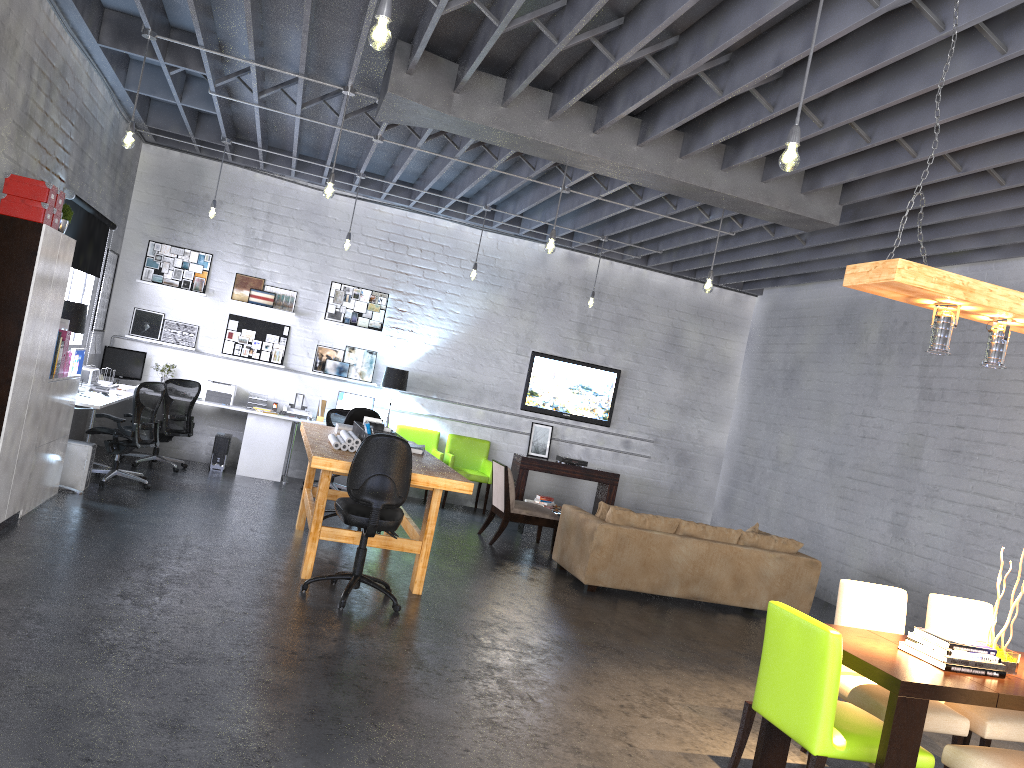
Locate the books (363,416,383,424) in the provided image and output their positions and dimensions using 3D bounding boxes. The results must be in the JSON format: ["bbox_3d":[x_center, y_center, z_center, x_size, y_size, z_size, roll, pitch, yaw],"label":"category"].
[{"bbox_3d":[-1.235,0.403,7.804,0.171,0.210,0.046,11,0,-15],"label":"books"}]

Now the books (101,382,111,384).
[{"bbox_3d":[-4.509,-0.036,9.617,0.297,0.006,0.210,12,-1,-16],"label":"books"}]

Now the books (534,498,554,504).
[{"bbox_3d":[0.402,1.453,11.050,0.208,0.024,0.144,12,-1,-30],"label":"books"}]

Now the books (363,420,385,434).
[{"bbox_3d":[-1.138,0.415,7.241,0.158,0.214,0.063,11,0,-15],"label":"books"}]

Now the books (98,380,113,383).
[{"bbox_3d":[-4.510,-0.041,9.622,0.297,0.006,0.210,12,-1,-15],"label":"books"}]

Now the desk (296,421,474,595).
[{"bbox_3d":[-1.240,0.979,7.364,1.116,0.926,2.829,12,-1,-15],"label":"desk"}]

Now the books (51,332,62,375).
[{"bbox_3d":[-3.643,-0.257,6.896,0.197,0.339,0.065,11,0,-15],"label":"books"}]

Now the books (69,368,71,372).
[{"bbox_3d":[-4.099,-0.050,7.991,0.179,0.247,0.026,11,0,-15],"label":"books"}]

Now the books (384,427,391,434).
[{"bbox_3d":[-1.084,0.441,7.289,0.143,0.188,0.061,11,0,-15],"label":"books"}]

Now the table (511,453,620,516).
[{"bbox_3d":[0.665,1.476,11.990,1.411,0.820,0.403,12,0,-15],"label":"table"}]

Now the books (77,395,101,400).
[{"bbox_3d":[-3.829,0.116,7.962,0.209,0.012,0.158,11,-1,8],"label":"books"}]

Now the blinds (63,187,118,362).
[{"bbox_3d":[-4.217,-0.915,8.613,0.100,1.632,2.117,11,0,-15],"label":"blinds"}]

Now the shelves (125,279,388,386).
[{"bbox_3d":[-3.106,-0.608,10.979,3.026,0.694,0.199,12,0,-15],"label":"shelves"}]

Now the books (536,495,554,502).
[{"bbox_3d":[0.409,1.422,11.042,0.185,0.041,0.128,12,-1,-21],"label":"books"}]

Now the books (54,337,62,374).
[{"bbox_3d":[-3.652,-0.238,6.970,0.159,0.298,0.026,11,0,-15],"label":"books"}]

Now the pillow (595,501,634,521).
[{"bbox_3d":[0.968,1.330,8.389,0.523,0.403,0.319,11,0,5],"label":"pillow"}]

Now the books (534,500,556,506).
[{"bbox_3d":[0.408,1.480,11.049,0.223,0.026,0.161,11,-1,44],"label":"books"}]

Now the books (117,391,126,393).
[{"bbox_3d":[-4.128,0.083,9.360,0.112,0.001,0.066,12,-1,-28],"label":"books"}]

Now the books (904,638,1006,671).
[{"bbox_3d":[1.994,1.219,4.003,0.315,0.026,0.269,12,-1,-15],"label":"books"}]

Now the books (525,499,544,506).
[{"bbox_3d":[0.272,1.433,10.720,0.223,0.027,0.161,12,-1,-6],"label":"books"}]

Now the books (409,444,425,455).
[{"bbox_3d":[-0.879,0.550,7.699,0.244,0.067,0.298,11,-1,-5],"label":"books"}]

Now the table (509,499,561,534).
[{"bbox_3d":[0.464,1.688,10.919,0.873,0.300,0.872,12,-1,-12],"label":"table"}]

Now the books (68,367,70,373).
[{"bbox_3d":[-4.091,-0.046,7.965,0.173,0.243,0.026,11,0,-15],"label":"books"}]

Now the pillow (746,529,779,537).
[{"bbox_3d":[2.505,1.669,8.962,0.238,0.375,0.748,11,0,-16],"label":"pillow"}]

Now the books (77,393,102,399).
[{"bbox_3d":[-3.824,0.106,7.967,0.212,0.010,0.171,11,-1,11],"label":"books"}]

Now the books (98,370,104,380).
[{"bbox_3d":[-4.616,-0.100,9.919,0.017,0.121,0.184,11,0,0],"label":"books"}]

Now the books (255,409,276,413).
[{"bbox_3d":[-2.963,0.321,10.655,0.211,0.014,0.147,12,-1,-40],"label":"books"}]

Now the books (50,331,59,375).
[{"bbox_3d":[-3.623,-0.257,6.838,0.176,0.346,0.052,11,0,-15],"label":"books"}]

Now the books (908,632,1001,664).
[{"bbox_3d":[1.997,1.193,4.014,0.283,0.026,0.266,12,-1,-13],"label":"books"}]

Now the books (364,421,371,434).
[{"bbox_3d":[-1.088,0.409,6.740,0.108,0.234,0.166,11,0,-15],"label":"books"}]

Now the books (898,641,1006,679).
[{"bbox_3d":[1.985,1.249,4.014,0.325,0.035,0.305,12,-1,-15],"label":"books"}]

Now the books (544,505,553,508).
[{"bbox_3d":[0.375,1.502,11.047,0.224,0.032,0.161,12,-1,-35],"label":"books"}]

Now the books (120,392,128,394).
[{"bbox_3d":[-4.122,0.090,9.381,0.112,0.002,0.065,12,-1,-38],"label":"books"}]

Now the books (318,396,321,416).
[{"bbox_3d":[-2.411,0.307,11.106,0.036,0.296,0.210,11,0,-15],"label":"books"}]

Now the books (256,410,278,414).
[{"bbox_3d":[-2.953,0.338,10.671,0.147,0.014,0.211,11,-1,39],"label":"books"}]

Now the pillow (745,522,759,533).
[{"bbox_3d":[2.317,1.586,8.870,0.243,0.423,0.550,11,0,25],"label":"pillow"}]

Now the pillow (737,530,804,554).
[{"bbox_3d":[2.411,1.626,8.560,0.663,0.386,0.308,12,0,-13],"label":"pillow"}]

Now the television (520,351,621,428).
[{"bbox_3d":[0.812,0.079,12.118,1.325,0.816,0.021,12,0,-15],"label":"television"}]

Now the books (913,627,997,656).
[{"bbox_3d":[2.002,1.166,4.014,0.251,0.030,0.236,12,-1,-13],"label":"books"}]

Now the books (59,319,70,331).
[{"bbox_3d":[-3.706,-0.408,7.181,0.192,0.267,0.060,11,0,-15],"label":"books"}]

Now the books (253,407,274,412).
[{"bbox_3d":[-2.984,0.302,10.645,0.211,0.014,0.148,11,-1,0],"label":"books"}]

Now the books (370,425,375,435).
[{"bbox_3d":[-1.055,0.428,6.734,0.097,0.209,0.157,11,0,-15],"label":"books"}]

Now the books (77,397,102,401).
[{"bbox_3d":[-3.828,0.128,7.960,0.213,0.012,0.158,11,-1,10],"label":"books"}]

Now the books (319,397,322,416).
[{"bbox_3d":[-2.404,0.308,11.112,0.043,0.296,0.210,11,0,-15],"label":"books"}]

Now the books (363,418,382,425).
[{"bbox_3d":[-1.231,0.410,7.774,0.158,0.200,0.082,11,0,-15],"label":"books"}]

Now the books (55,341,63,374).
[{"bbox_3d":[-3.700,-0.228,7.012,0.219,0.267,0.060,11,0,-10],"label":"books"}]

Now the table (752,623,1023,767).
[{"bbox_3d":[2.200,1.710,4.143,1.802,0.780,0.853,12,0,-15],"label":"table"}]

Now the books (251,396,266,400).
[{"bbox_3d":[-3.132,0.171,10.941,0.134,0.008,0.203,12,-1,-32],"label":"books"}]

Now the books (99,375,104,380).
[{"bbox_3d":[-4.602,-0.065,9.928,0.037,0.076,0.102,11,0,0],"label":"books"}]

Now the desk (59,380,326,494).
[{"bbox_3d":[-2.952,0.731,9.494,3.578,0.785,3.296,12,-1,-15],"label":"desk"}]

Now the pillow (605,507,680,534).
[{"bbox_3d":[1.153,1.366,8.221,0.705,0.402,0.290,12,0,-15],"label":"pillow"}]

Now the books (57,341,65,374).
[{"bbox_3d":[-3.715,-0.233,7.070,0.220,0.271,0.082,11,0,-15],"label":"books"}]

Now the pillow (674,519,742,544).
[{"bbox_3d":[1.792,1.498,8.397,0.667,0.402,0.290,12,0,-15],"label":"pillow"}]
